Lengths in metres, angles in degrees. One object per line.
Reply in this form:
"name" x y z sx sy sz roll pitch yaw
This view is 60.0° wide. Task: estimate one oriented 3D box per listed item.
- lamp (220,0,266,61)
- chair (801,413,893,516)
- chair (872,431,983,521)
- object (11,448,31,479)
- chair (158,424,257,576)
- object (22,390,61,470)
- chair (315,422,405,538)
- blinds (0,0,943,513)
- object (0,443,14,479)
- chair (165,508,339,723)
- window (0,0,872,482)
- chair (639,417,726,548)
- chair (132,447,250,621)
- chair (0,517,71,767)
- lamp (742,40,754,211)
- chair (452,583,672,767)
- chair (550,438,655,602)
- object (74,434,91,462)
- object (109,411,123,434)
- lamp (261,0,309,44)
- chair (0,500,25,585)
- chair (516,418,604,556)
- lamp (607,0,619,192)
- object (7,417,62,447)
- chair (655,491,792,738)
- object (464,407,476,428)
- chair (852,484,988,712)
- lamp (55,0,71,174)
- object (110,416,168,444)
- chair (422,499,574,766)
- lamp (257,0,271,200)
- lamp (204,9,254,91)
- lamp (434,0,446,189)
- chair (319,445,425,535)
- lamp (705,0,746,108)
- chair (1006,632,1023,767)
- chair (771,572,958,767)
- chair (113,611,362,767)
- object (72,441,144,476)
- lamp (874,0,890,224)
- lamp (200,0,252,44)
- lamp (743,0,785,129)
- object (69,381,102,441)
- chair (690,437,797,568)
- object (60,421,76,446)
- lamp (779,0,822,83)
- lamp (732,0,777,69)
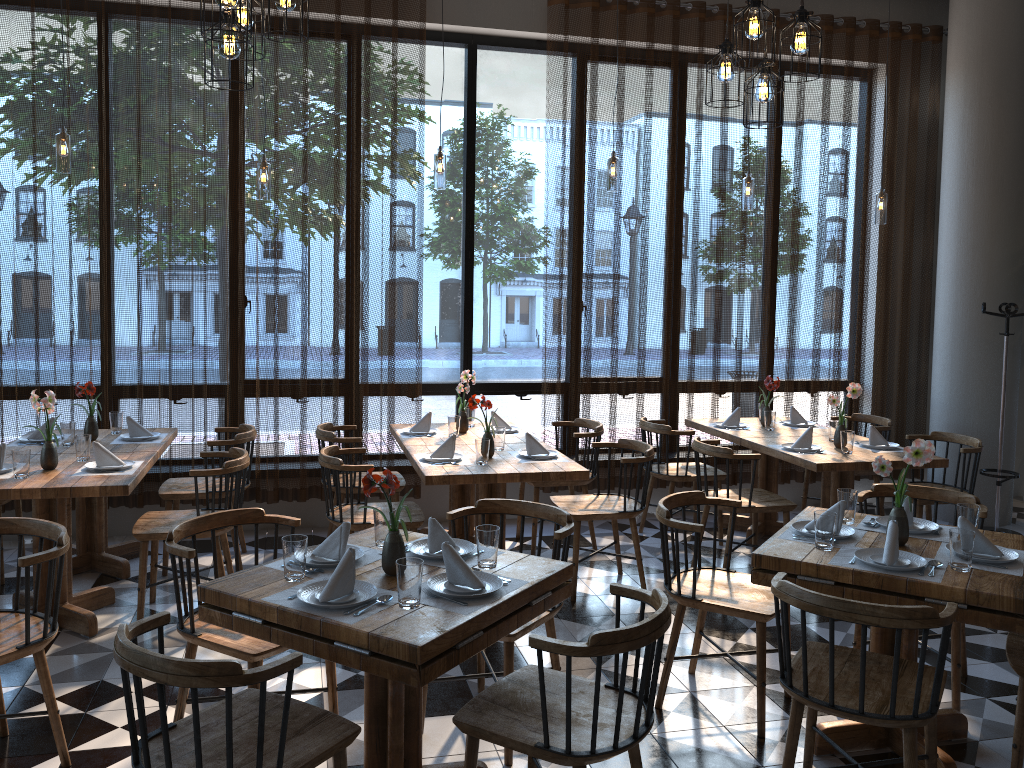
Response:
"lamp" -1.105 -2.401 3.637 0.175 2.065 0.175 1 4 -6
"chair" 2.411 0.646 6.366 0.549 0.815 0.521 0 4 -14
"chair" 2.610 0.735 5.548 0.549 0.815 0.521 0 4 -14
"object" -2.288 0.372 4.132 0.080 0.132 0.080 -1 5 -29
"chair" -1.823 0.677 5.337 0.549 0.815 0.521 0 4 -14
"object" -2.276 0.220 4.304 0.207 0.399 0.146 4 5 40
"chair" -0.952 0.671 5.549 0.549 0.815 0.521 0 4 -14
"blinds" -0.192 -0.996 6.225 7.264 3.572 0.160 0 4 -14
"object" -2.509 0.353 4.251 0.272 0.137 0.353 0 6 -14
"chair" -0.941 0.916 3.199 0.550 0.815 0.520 4 5 31
"window" -4.324 -0.818 4.410 15.141 3.156 4.503 -3 7 -37
"chair" 1.143 0.655 6.058 0.549 0.815 0.521 0 4 -14
"chair" -1.624 0.766 4.519 0.549 0.815 0.521 0 4 -14
"chair" -1.804 0.922 2.989 0.520 0.815 0.551 4 5 31
"lamp" 1.644 -2.178 6.057 0.078 1.959 0.078 -1 4 -28
"chair" 0.159 1.005 2.529 0.550 0.815 0.520 4 5 31
"chair" 0.515 0.750 5.039 0.549 0.815 0.521 0 4 -14
"object" -2.207 0.329 4.559 0.080 0.132 0.080 -1 5 -29
"object" -2.412 0.238 5.401 0.080 0.132 0.080 2 4 11
"lamp" -0.909 -2.447 3.561 0.175 2.065 0.175 1 4 5
"chair" -3.092 0.686 5.029 0.549 0.815 0.521 0 4 -14
"chair" 0.316 0.661 5.857 0.549 0.815 0.521 0 4 -14
"lamp" 0.685 -2.256 5.819 0.078 1.959 0.078 -1 4 -24
"object" -2.718 0.260 5.113 0.272 0.137 0.353 0 6 -14
"chair" 0.866 0.902 3.638 0.550 0.815 0.520 4 5 31
"object" -0.279 0.222 5.919 0.080 0.132 0.080 3 4 21
"chair" 1.752 0.896 3.853 0.520 0.815 0.551 4 5 31
"lamp" -2.560 -2.190 5.032 0.078 1.959 0.078 -2 4 -38
"object" -2.201 0.255 5.244 0.272 0.137 0.353 0 6 -14
"chair" -0.055 0.909 3.414 0.520 0.815 0.551 4 5 31
"lamp" -1.484 -2.093 5.301 0.078 1.959 0.078 3 4 26
"lamp" -1.096 -2.205 3.433 0.175 2.065 0.175 1 4 5
"lamp" -0.439 -2.213 5.547 0.078 1.959 0.078 1 4 -6
"chair" -0.753 0.759 4.731 0.549 0.815 0.521 0 4 -14
"lamp" 1.046 -2.379 4.214 0.175 2.065 0.175 4 4 37
"chair" 1.966 0.992 2.969 0.550 0.815 0.520 4 5 31
"chair" 1.080 0.998 2.754 0.520 0.815 0.551 4 5 31
"chair" -0.727 1.011 2.314 0.520 0.815 0.551 4 5 31
"object" -1.992 0.349 4.382 0.272 0.137 0.353 0 6 -14
"lamp" 2.665 -2.127 6.309 0.078 1.959 0.078 2 4 18
"lamp" -1.038 -2.312 3.211 0.175 2.065 0.175 -1 4 -28
"lamp" 1.184 -2.229 4.051 0.175 2.065 0.175 0 4 -19
"object" -2.463 0.154 5.121 0.156 0.354 0.171 2 4 9
"chair" 1.341 0.744 5.240 0.549 0.815 0.521 0 4 -14
"object" -2.493 0.281 4.974 0.080 0.132 0.080 2 4 11
"lamp" 1.287 -2.380 3.850 0.175 2.065 0.175 -1 4 -30
"lamp" 1.080 -2.439 3.832 0.175 2.065 0.175 0 4 -19
